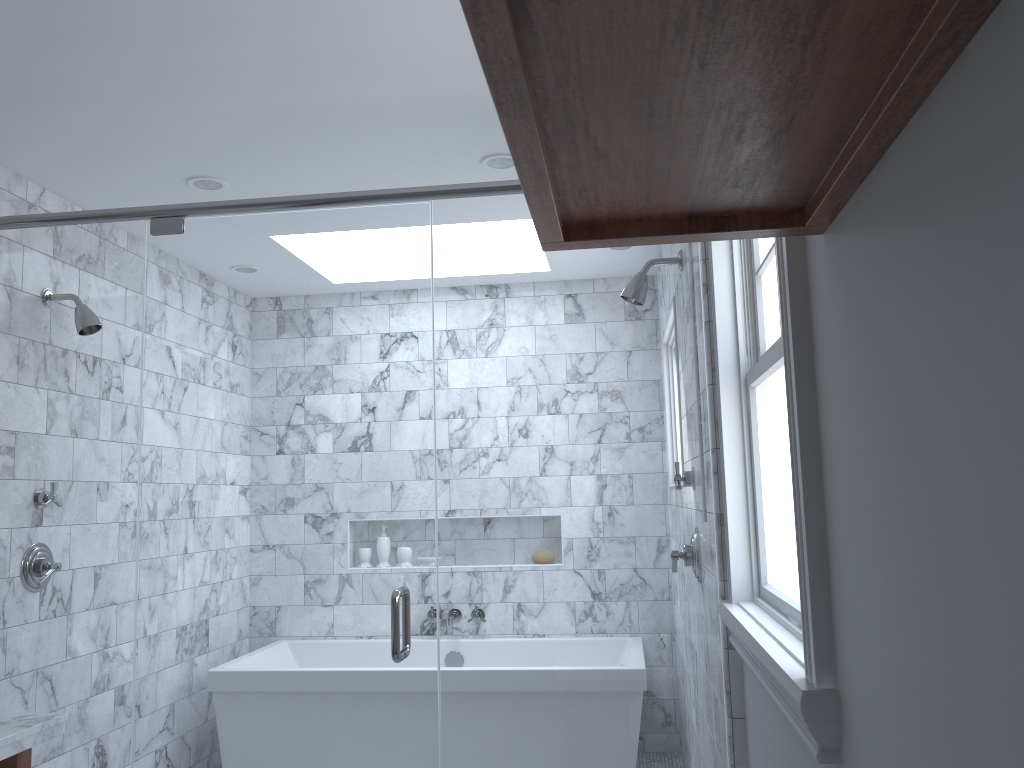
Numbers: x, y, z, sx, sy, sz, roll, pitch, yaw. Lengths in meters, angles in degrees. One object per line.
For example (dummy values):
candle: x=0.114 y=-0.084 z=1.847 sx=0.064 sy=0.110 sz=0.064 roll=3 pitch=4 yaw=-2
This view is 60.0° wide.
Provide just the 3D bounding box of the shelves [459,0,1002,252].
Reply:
shelves: x=0.169 y=-0.502 z=0.862 sx=0.357 sy=0.566 sz=0.647 roll=-2 pitch=-7 yaw=7

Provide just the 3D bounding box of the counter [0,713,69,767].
counter: x=-1.543 y=1.132 z=1.444 sx=0.638 sy=0.983 sz=1.657 roll=-2 pitch=-7 yaw=7

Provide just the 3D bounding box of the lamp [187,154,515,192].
lamp: x=-0.472 y=-0.696 z=3.704 sx=1.976 sy=0.050 sz=1.289 roll=-2 pitch=-7 yaw=7

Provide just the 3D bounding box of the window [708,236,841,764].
window: x=0.495 y=-0.065 z=1.710 sx=0.149 sy=1.248 sz=1.040 roll=-2 pitch=-7 yaw=7
